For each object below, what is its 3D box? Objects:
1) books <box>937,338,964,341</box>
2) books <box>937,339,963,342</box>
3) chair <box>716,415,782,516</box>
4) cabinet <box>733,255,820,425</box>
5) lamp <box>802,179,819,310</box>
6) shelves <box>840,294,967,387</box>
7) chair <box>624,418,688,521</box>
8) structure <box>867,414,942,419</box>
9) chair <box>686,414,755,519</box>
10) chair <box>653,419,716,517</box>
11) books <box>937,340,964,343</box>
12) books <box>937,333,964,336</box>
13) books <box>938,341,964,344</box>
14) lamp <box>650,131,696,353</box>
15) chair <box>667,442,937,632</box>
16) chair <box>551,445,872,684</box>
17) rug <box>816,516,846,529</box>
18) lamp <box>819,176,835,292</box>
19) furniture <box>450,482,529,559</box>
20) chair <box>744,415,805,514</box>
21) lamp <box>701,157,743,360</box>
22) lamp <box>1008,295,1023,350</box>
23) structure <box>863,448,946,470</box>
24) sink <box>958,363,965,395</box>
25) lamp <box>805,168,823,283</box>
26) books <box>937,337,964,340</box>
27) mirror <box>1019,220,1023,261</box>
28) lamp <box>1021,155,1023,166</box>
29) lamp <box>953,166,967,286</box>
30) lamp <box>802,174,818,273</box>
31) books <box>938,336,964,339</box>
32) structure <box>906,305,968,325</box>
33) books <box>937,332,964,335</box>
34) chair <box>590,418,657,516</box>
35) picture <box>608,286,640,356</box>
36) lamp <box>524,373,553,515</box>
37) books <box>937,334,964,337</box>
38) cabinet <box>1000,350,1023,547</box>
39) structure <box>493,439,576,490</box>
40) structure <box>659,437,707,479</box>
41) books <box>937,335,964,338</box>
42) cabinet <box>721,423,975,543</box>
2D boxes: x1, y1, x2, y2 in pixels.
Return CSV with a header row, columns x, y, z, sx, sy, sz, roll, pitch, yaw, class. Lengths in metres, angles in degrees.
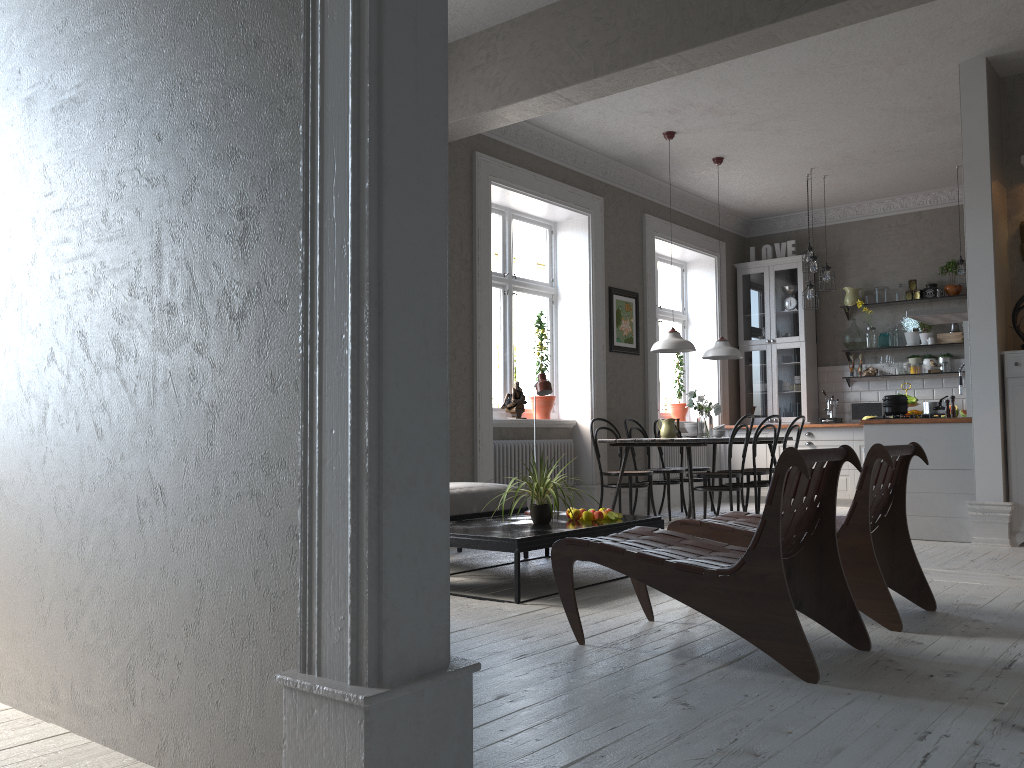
x,y,z,sx,sy,sz,roll,pitch,yaw,class
4.585,-0.455,9.213,0.161,0.016,0.255,2,-5,-42,books
4.585,-0.445,9.213,0.161,0.016,0.255,2,-4,-39,books
2.002,0.726,7.491,0.447,0.920,0.537,3,-5,-44,chair
3.068,-0.459,10.235,0.861,1.921,0.396,-3,-4,39,cabinet
2.962,-1.615,8.855,0.146,1.735,0.147,-1,-3,6,lamp
4.220,-0.424,9.494,1.289,0.923,0.233,-3,-4,38,shelves
1.312,0.769,8.087,0.538,0.920,0.447,-3,-4,36,chair
3.002,0.249,6.648,0.486,0.031,0.618,-3,-4,39,structure
1.661,0.704,7.065,0.538,0.920,0.447,-3,-4,36,chair
1.639,0.788,8.461,0.447,0.920,0.538,2,-4,-39,chair
4.585,-0.434,9.212,0.255,0.011,0.161,-4,-5,45,books
4.584,-0.509,9.216,0.161,0.016,0.255,2,-5,-42,books
4.585,-0.422,9.211,0.255,0.011,0.161,-4,-5,41,books
1.336,-1.197,7.432,0.383,1.858,0.375,0,-3,-14,lamp
1.246,0.620,3.881,0.996,0.721,0.518,-3,-4,38,chair
0.695,0.585,3.203,0.996,0.721,0.518,-3,-4,38,chair
2.840,1.161,7.365,0.721,0.014,1.316,-3,-4,39,rug
3.092,-1.782,8.755,0.144,1.735,0.149,-2,-4,26,lamp
-0.388,0.840,5.353,0.571,0.476,0.845,-3,-4,39,furniture
2.327,0.745,7.862,0.538,0.920,0.447,-3,-4,36,chair
1.912,-1.160,8.140,0.387,1.858,0.371,3,-5,-44,lamp
3.622,-0.380,6.010,0.175,0.558,0.440,3,-5,-43,lamp
3.022,0.611,6.607,0.605,0.623,0.635,-3,-4,39,structure
3.526,0.177,7.078,0.517,0.720,0.496,-3,-4,39,sink
2.880,-1.844,8.517,0.147,1.735,0.146,0,-3,-4,lamp
4.585,-0.466,9.214,0.255,0.011,0.161,-4,-5,45,books
3.782,-1.007,6.083,0.521,0.593,0.072,-3,-4,38,mirror
3.728,-1.490,6.045,0.407,0.171,0.224,-3,-4,39,lamp
4.278,-1.807,8.489,0.149,1.735,0.145,1,-4,-19,lamp
2.908,-1.964,8.709,0.144,1.735,0.149,-2,-4,26,lamp
4.585,-0.477,9.215,0.255,0.011,0.161,-4,-5,41,books
3.775,-1.353,7.481,0.698,1.595,0.727,-3,-4,39,structure
4.584,-0.520,9.217,0.255,0.011,0.161,-4,-5,45,books
0.957,0.746,7.645,0.447,0.920,0.537,3,-5,-44,chair
1.084,-0.598,8.514,0.019,0.619,0.532,-3,-4,39,picture
0.154,0.357,5.254,0.139,0.839,0.249,0,-4,-15,lamp
4.584,-0.498,9.216,0.161,0.016,0.255,2,-4,-39,books
3.640,0.420,5.827,0.652,1.297,0.392,-3,-4,39,cabinet
0.153,0.688,7.543,0.146,0.428,1.248,-3,-4,37,structure
1.785,0.791,9.549,0.146,0.428,1.248,-3,-4,37,structure
4.584,-0.488,9.215,0.255,0.011,0.161,-4,-5,45,books
3.464,0.777,8.140,1.995,0.854,4.179,0,-3,-4,cabinet
